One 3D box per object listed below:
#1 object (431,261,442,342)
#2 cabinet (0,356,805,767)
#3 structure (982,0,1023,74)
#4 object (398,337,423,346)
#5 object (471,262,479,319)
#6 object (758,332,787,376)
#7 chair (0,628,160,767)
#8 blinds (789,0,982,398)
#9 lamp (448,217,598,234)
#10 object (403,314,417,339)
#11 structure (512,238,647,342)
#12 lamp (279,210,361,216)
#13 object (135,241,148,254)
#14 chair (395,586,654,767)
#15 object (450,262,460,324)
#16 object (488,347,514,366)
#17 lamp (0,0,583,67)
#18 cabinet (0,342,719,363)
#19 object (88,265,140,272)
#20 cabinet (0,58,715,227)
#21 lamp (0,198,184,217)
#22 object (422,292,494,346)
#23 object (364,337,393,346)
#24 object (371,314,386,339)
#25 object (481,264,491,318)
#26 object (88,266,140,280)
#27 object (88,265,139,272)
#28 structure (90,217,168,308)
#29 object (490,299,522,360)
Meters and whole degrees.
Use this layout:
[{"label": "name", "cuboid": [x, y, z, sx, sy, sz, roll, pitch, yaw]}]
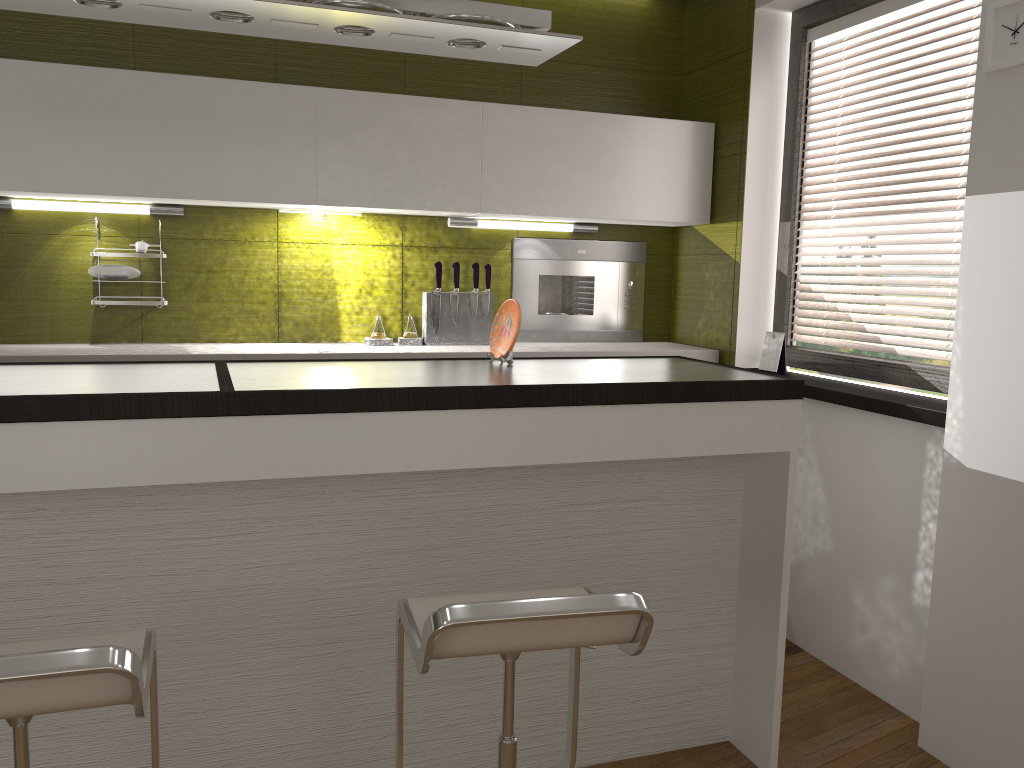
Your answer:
[{"label": "object", "cuboid": [-0.318, -0.344, 3.721, 0.046, 0.339, 0.013, -1, 8, -19]}, {"label": "cabinet", "cuboid": [-0.729, 0.537, 2.262, 2.947, 1.134, 0.663, -1, 8, -19]}, {"label": "structure", "cuboid": [1.316, -0.920, 2.312, 0.026, 0.180, 0.180, -1, 8, -19]}, {"label": "object", "cuboid": [-0.430, -0.180, 3.751, 0.107, 0.032, 0.107, 0, 7, -8]}, {"label": "object", "cuboid": [-0.159, -0.395, 3.771, 0.036, 0.243, 0.013, -1, 8, -19]}, {"label": "object", "cuboid": [1.046, -0.121, 3.547, 0.057, 0.169, 0.106, -2, 8, -25]}, {"label": "chair", "cuboid": [-0.803, 0.776, 1.459, 0.418, 0.857, 0.460, -1, 8, -19]}, {"label": "blinds", "cuboid": [3.245, -3.643, 6.530, 16.000, 12.704, 9.030, 4, 8, 20]}, {"label": "lamp", "cuboid": [0.059, -0.699, 3.919, 0.716, 0.041, 0.095, -1, 8, -20]}, {"label": "object", "cuboid": [-0.429, -0.234, 3.744, 0.059, 0.121, 0.059, 7, 9, 37]}, {"label": "structure", "cuboid": [0.314, -0.424, 4.085, 0.663, 0.469, 0.015, -1, 8, -19]}, {"label": "lamp", "cuboid": [-0.789, -0.706, 3.663, 0.334, 0.008, 0.008, -1, 8, -19]}, {"label": "object", "cuboid": [-1.427, -0.525, 3.414, 0.046, 0.053, 0.051, 3, 7, 12]}, {"label": "chair", "cuboid": [-0.005, 0.760, 1.742, 0.418, 0.857, 0.460, 0, 7, -14]}, {"label": "object", "cuboid": [-0.243, -0.383, 3.743, 0.042, 0.264, 0.013, -1, 8, -19]}, {"label": "object", "cuboid": [-0.021, -0.123, 2.607, 0.072, 0.131, 0.088, -2, 8, -24]}, {"label": "lamp", "cuboid": [-0.658, -1.208, 2.066, 1.677, 0.683, 0.326, -1, 8, -19]}, {"label": "cabinet", "cuboid": [-0.576, 0.391, 3.645, 2.940, 1.086, 0.465, -1, 8, -19]}, {"label": "object", "cuboid": [-1.504, -0.425, 3.355, 0.181, 0.052, 0.173, -1, 8, -19]}, {"label": "cabinet", "cuboid": [-0.855, -0.117, 3.608, 3.471, 2.089, 0.724, -1, 8, -19]}, {"label": "lamp", "cuboid": [-1.623, -0.669, 3.355, 0.715, 0.041, 0.041, -1, 8, -19]}, {"label": "object", "cuboid": [-0.233, -0.279, 3.804, 0.293, 0.227, 0.107, -1, 8, -19]}, {"label": "object", "cuboid": [-0.557, -0.175, 3.694, 0.107, 0.032, 0.107, -1, 8, -19]}, {"label": "object", "cuboid": [-0.555, -0.230, 3.687, 0.059, 0.121, 0.059, 5, 8, 26]}, {"label": "object", "cuboid": [-0.111, -0.397, 3.788, 0.040, 0.231, 0.013, -1, 8, -19]}, {"label": "object", "cuboid": [-1.504, -0.419, 3.355, 0.181, 0.052, 0.173, -1, 8, -19]}, {"label": "object", "cuboid": [-1.504, -0.422, 3.355, 0.181, 0.052, 0.173, -1, 8, -19]}, {"label": "structure", "cuboid": [-1.467, -0.463, 3.398, 0.266, 0.346, 0.110, -1, 8, -19]}, {"label": "object", "cuboid": [-0.020, -0.161, 2.603, 0.055, 0.178, 0.184, -2, 8, -23]}]
